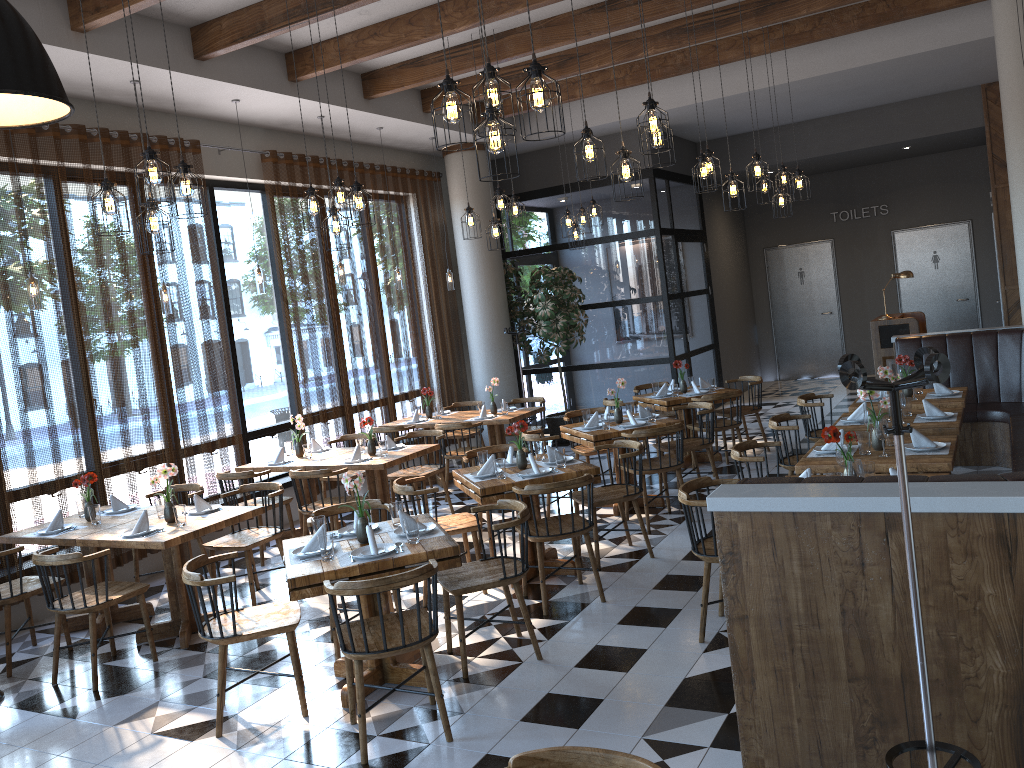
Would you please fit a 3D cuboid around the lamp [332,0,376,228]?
[{"bbox_3d":[-1.155,-2.107,6.032,0.175,2.067,0.175,-6,3,15],"label":"lamp"}]

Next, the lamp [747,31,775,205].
[{"bbox_3d":[2.446,-2.852,8.918,0.175,2.067,0.175,-8,3,-28],"label":"lamp"}]

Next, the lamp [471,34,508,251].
[{"bbox_3d":[-0.259,-2.280,8.233,0.175,2.067,0.175,-6,3,24],"label":"lamp"}]

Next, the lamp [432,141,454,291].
[{"bbox_3d":[-0.868,-2.124,10.857,0.078,1.960,0.078,-9,3,-29],"label":"lamp"}]

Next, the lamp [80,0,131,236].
[{"bbox_3d":[-2.342,-1.859,4.882,0.175,2.067,0.175,-8,3,-18],"label":"lamp"}]

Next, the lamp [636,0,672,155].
[{"bbox_3d":[0.693,-2.346,4.998,0.175,2.067,0.175,-7,3,0],"label":"lamp"}]

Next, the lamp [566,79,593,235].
[{"bbox_3d":[0.701,-2.734,10.040,0.175,2.067,0.176,-6,3,31],"label":"lamp"}]

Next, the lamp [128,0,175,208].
[{"bbox_3d":[-2.026,-1.982,4.693,0.175,2.067,0.175,-6,3,15],"label":"lamp"}]

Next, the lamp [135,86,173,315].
[{"bbox_3d":[-2.908,-1.539,7.132,0.078,1.960,0.078,-8,3,-21],"label":"lamp"}]

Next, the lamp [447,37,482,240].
[{"bbox_3d":[-0.494,-2.384,8.241,0.175,2.067,0.175,-8,3,-10],"label":"lamp"}]

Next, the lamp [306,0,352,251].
[{"bbox_3d":[-1.334,-1.963,6.142,0.175,2.067,0.175,-9,3,-42],"label":"lamp"}]

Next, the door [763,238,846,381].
[{"bbox_3d":[5.149,-1.279,15.567,1.204,2.389,0.115,-5,3,29],"label":"door"}]

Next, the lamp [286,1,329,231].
[{"bbox_3d":[-1.521,-2.127,6.271,0.175,2.067,0.176,-5,3,37],"label":"lamp"}]

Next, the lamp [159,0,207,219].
[{"bbox_3d":[-1.916,-1.955,4.876,0.175,2.067,0.175,-7,3,4],"label":"lamp"}]

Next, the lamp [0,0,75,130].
[{"bbox_3d":[-1.487,-1.640,2.303,0.390,1.861,0.391,-6,3,17],"label":"lamp"}]

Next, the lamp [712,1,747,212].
[{"bbox_3d":[1.658,-2.412,7.029,0.175,2.067,0.175,-7,3,13],"label":"lamp"}]

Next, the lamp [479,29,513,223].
[{"bbox_3d":[-0.209,-2.499,8.004,0.175,2.067,0.175,-6,3,24],"label":"lamp"}]

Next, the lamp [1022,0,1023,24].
[{"bbox_3d":[3.896,-2.693,6.729,0.078,1.960,0.078,-6,3,15],"label":"lamp"}]

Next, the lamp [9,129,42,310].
[{"bbox_3d":[-3.451,-1.493,6.159,0.078,1.960,0.078,-7,3,5],"label":"lamp"}]

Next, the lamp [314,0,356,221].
[{"bbox_3d":[-1.344,-2.214,6.362,0.175,2.067,0.175,-9,3,-42],"label":"lamp"}]

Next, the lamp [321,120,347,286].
[{"bbox_3d":[-1.861,-1.988,9.071,0.078,1.960,0.078,-6,3,19],"label":"lamp"}]

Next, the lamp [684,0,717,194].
[{"bbox_3d":[1.424,-2.559,7.036,0.175,2.067,0.175,-7,3,1],"label":"lamp"}]

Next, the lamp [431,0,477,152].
[{"bbox_3d":[-0.368,-2.052,3.803,0.175,2.067,0.176,-5,3,36],"label":"lamp"}]

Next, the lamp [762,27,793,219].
[{"bbox_3d":[2.562,-2.674,8.733,0.175,2.067,0.175,-8,3,-17],"label":"lamp"}]

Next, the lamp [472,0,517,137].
[{"bbox_3d":[-0.192,-2.140,3.898,0.175,2.067,0.175,-9,4,-43],"label":"lamp"}]

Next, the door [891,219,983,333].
[{"bbox_3d":[6.988,-1.417,14.539,1.204,2.389,0.115,-5,3,29],"label":"door"}]

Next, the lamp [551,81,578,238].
[{"bbox_3d":[0.511,-2.633,9.656,0.175,2.067,0.175,-7,3,9],"label":"lamp"}]

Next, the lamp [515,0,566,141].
[{"bbox_3d":[0.002,-2.034,3.571,0.175,2.067,0.175,-6,3,14],"label":"lamp"}]

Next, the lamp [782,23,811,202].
[{"bbox_3d":[2.681,-2.805,8.551,0.175,2.067,0.176,-5,3,40],"label":"lamp"}]

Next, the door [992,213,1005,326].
[{"bbox_3d":[7.195,-1.313,13.074,0.114,2.389,1.211,-6,3,29],"label":"door"}]

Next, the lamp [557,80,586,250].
[{"bbox_3d":[0.607,-2.532,9.868,0.175,2.067,0.175,-5,3,42],"label":"lamp"}]

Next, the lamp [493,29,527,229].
[{"bbox_3d":[-0.073,-2.473,8.169,0.175,2.067,0.175,-6,3,13],"label":"lamp"}]

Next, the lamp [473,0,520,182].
[{"bbox_3d":[-0.178,-1.889,3.677,0.175,2.067,0.175,-9,4,-43],"label":"lamp"}]

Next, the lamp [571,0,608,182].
[{"bbox_3d":[0.341,-2.210,5.093,0.175,2.067,0.175,-9,3,-33],"label":"lamp"}]

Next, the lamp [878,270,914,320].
[{"bbox_3d":[4.059,-0.806,9.376,0.445,0.755,0.170,-7,3,4],"label":"lamp"}]

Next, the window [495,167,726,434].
[{"bbox_3d":[1.472,-1.202,13.501,2.723,3.542,2.194,-5,4,29],"label":"window"}]

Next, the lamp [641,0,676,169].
[{"bbox_3d":[0.752,-2.314,5.201,0.175,2.067,0.175,-8,3,-11],"label":"lamp"}]

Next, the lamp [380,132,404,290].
[{"bbox_3d":[-1.378,-2.039,9.938,0.078,1.960,0.078,-6,3,15],"label":"lamp"}]

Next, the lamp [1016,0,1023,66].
[{"bbox_3d":[4.406,-2.778,7.648,0.078,1.960,0.078,-9,3,-29],"label":"lamp"}]

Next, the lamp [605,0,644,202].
[{"bbox_3d":[0.562,-2.113,5.176,0.175,2.067,0.175,-7,3,0],"label":"lamp"}]

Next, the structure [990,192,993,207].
[{"bbox_3d":[7.016,-2.698,12.965,0.025,0.196,0.567,-6,5,29],"label":"structure"}]

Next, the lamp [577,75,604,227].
[{"bbox_3d":[0.809,-2.789,9.864,0.175,2.067,0.175,-5,3,42],"label":"lamp"}]

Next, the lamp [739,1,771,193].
[{"bbox_3d":[1.860,-2.571,7.053,0.175,2.067,0.175,-8,3,-21],"label":"lamp"}]

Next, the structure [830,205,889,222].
[{"bbox_3d":[5.876,-2.885,14.995,0.914,0.165,0.035,-4,4,29],"label":"structure"}]

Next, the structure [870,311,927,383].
[{"bbox_3d":[4.334,-0.101,9.619,0.644,1.297,1.050,-5,4,29],"label":"structure"}]

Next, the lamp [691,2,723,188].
[{"bbox_3d":[1.511,-2.643,7.218,0.175,2.067,0.175,-7,3,13],"label":"lamp"}]

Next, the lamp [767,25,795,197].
[{"bbox_3d":[2.646,-2.934,8.924,0.175,2.067,0.175,-8,3,-17],"label":"lamp"}]

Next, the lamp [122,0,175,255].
[{"bbox_3d":[-2.107,-1.758,4.908,0.175,2.067,0.175,-6,3,15],"label":"lamp"}]

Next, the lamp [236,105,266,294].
[{"bbox_3d":[-2.409,-1.797,8.063,0.078,1.960,0.078,-5,3,37],"label":"lamp"}]
